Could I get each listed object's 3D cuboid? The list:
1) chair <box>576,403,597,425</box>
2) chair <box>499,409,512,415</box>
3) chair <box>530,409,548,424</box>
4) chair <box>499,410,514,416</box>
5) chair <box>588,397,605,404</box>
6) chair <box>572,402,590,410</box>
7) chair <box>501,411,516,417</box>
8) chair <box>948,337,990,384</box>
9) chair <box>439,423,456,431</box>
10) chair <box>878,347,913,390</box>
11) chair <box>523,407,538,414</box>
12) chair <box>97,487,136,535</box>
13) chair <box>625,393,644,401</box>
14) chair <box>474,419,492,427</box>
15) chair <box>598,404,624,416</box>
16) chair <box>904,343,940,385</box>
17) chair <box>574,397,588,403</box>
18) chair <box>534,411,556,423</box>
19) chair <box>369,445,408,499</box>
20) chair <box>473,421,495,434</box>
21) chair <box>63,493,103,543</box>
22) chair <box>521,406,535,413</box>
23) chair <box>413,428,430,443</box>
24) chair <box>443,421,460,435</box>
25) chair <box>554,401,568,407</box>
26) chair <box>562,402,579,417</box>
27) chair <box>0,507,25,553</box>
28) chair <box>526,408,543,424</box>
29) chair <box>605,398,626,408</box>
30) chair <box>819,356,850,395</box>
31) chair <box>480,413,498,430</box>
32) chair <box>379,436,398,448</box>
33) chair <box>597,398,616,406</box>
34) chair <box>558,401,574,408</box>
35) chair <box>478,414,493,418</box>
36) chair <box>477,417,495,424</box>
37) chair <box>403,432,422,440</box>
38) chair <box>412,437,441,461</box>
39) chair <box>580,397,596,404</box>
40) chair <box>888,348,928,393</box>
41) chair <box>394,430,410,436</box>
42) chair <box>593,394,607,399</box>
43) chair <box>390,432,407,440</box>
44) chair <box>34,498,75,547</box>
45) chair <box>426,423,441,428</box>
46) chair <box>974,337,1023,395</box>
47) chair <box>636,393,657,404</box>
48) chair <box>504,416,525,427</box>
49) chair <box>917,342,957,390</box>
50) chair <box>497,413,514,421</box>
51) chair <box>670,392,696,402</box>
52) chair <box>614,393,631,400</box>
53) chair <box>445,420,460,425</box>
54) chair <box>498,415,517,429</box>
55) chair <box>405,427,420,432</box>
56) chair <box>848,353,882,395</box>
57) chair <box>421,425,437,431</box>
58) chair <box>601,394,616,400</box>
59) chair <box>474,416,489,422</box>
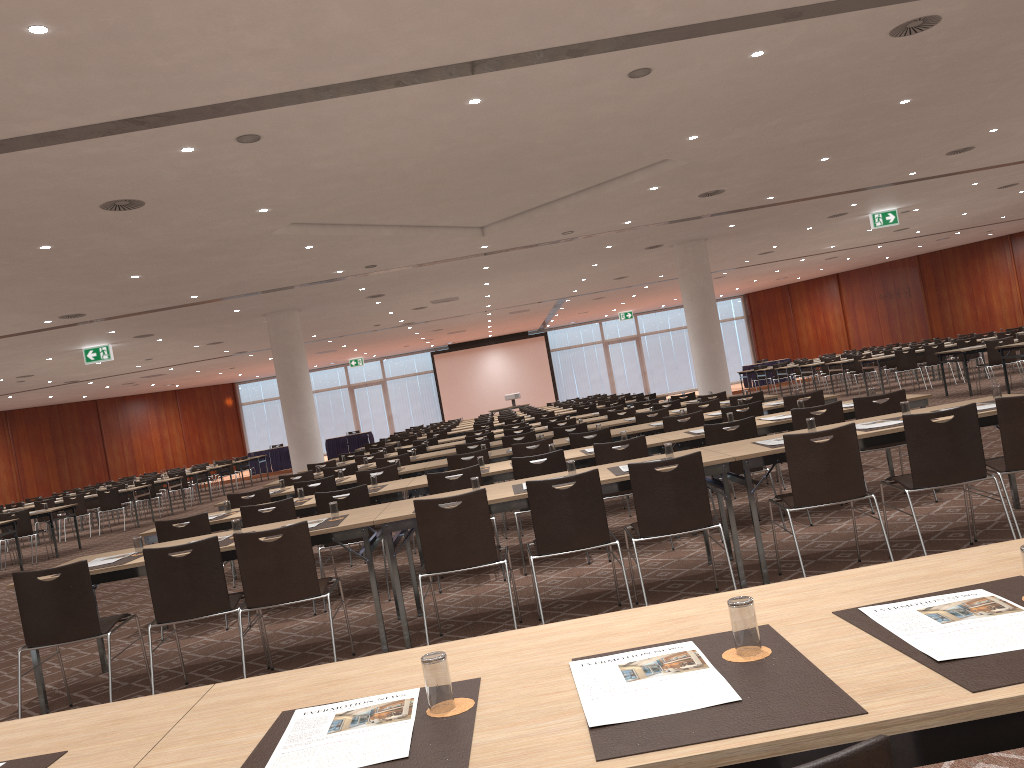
[{"bbox_3d":[1.632,0.908,18.887,0.535,0.939,0.614,-10,0,-3],"label":"chair"},{"bbox_3d":[-0.139,1.316,28.819,0.535,0.939,0.614,-10,0,-2],"label":"chair"},{"bbox_3d":[0.700,1.091,20.911,0.535,0.939,0.614,-10,0,-3],"label":"chair"},{"bbox_3d":[-0.085,1.287,26.854,0.535,0.939,0.613,-10,0,2],"label":"chair"},{"bbox_3d":[2.240,0.841,22.866,0.535,0.939,0.614,-10,0,1],"label":"chair"},{"bbox_3d":[1.684,0.919,20.854,0.535,0.939,0.614,-10,0,-3],"label":"chair"},{"bbox_3d":[-0.035,1.258,24.855,0.535,0.939,0.614,-10,0,-3],"label":"chair"},{"bbox_3d":[9.708,-0.502,18.970,0.535,0.939,0.614,-10,0,-2],"label":"chair"},{"bbox_3d":[-1.581,1.508,22.788,0.535,0.939,0.614,-10,0,-4],"label":"chair"},{"bbox_3d":[9.010,-0.360,20.956,0.535,0.939,0.614,-10,0,1],"label":"chair"},{"bbox_3d":[0.588,1.150,24.909,0.535,0.939,0.614,-10,0,-4],"label":"chair"},{"bbox_3d":[-8.377,2.655,18.684,0.535,0.939,0.614,-10,0,-3],"label":"chair"},{"bbox_3d":[2.940,0.699,20.879,0.535,0.939,0.614,-10,0,1],"label":"chair"},{"bbox_3d":[-0.601,1.317,20.808,0.535,0.939,0.614,-10,0,-1],"label":"chair"},{"bbox_3d":[1.767,0.850,15.355,0.535,0.939,0.614,-10,0,-2],"label":"chair"},{"bbox_3d":[9.668,-0.474,21.051,0.535,0.939,0.614,-10,0,-2],"label":"chair"},{"bbox_3d":[2.141,0.898,26.864,0.535,0.939,0.614,-10,0,-1],"label":"chair"},{"bbox_3d":[0.756,1.061,18.835,0.535,0.939,0.614,-10,0,0],"label":"chair"},{"bbox_3d":[-2.153,1.534,15.275,0.535,0.939,0.614,-10,0,-3],"label":"chair"},{"bbox_3d":[-0.530,1.286,18.843,0.535,0.939,0.614,-10,0,0],"label":"chair"},{"bbox_3d":[-9.044,2.770,18.589,0.535,0.939,0.614,-10,0,-2],"label":"chair"},{"bbox_3d":[0.555,1.175,26.832,0.535,0.939,0.614,-10,0,1],"label":"chair"},{"bbox_3d":[-2.234,1.622,22.810,0.535,0.939,0.613,-10,0,2],"label":"chair"},{"bbox_3d":[-1.620,1.535,24.823,0.535,0.939,0.614,-10,0,1],"label":"chair"},{"bbox_3d":[1.549,1.002,26.929,0.535,0.939,0.614,-10,0,1],"label":"chair"},{"bbox_3d":[1.584,0.957,22.929,0.535,0.939,0.614,-10,0,0],"label":"chair"},{"bbox_3d":[-10.708,3.061,18.556,0.535,0.939,0.614,-10,0,1],"label":"chair"},{"bbox_3d":[0.655,1.118,22.834,0.535,0.939,0.614,-10,0,-2],"label":"chair"},{"bbox_3d":[2.239,0.802,18.865,0.535,0.939,0.614,-10,0,-3],"label":"chair"},{"bbox_3d":[8.345,-0.223,23.083,0.535,0.939,0.614,-10,0,-2],"label":"chair"},{"bbox_3d":[-0.746,1.422,28.841,0.535,0.939,0.614,-10,0,0],"label":"chair"},{"bbox_3d":[-2.794,1.700,20.798,0.535,0.939,0.614,-10,0,-1],"label":"chair"},{"bbox_3d":[2.282,0.815,20.901,0.535,0.939,0.614,-10,0,-2],"label":"chair"},{"bbox_3d":[1.569,0.978,24.852,0.535,0.939,0.614,-10,0,-1],"label":"chair"},{"bbox_3d":[-0.724,1.399,26.883,0.535,0.939,0.614,-10,0,1],"label":"chair"},{"bbox_3d":[-0.599,1.337,22.843,0.535,0.939,0.614,-10,0,0],"label":"chair"},{"bbox_3d":[-2.236,1.603,20.774,0.535,0.939,0.614,-10,0,1],"label":"chair"},{"bbox_3d":[-1.415,1.406,15.367,0.535,0.939,0.614,-10,0,0],"label":"chair"},{"bbox_3d":[2.171,0.873,24.899,0.535,0.939,0.614,-10,0,-4],"label":"chair"},{"bbox_3d":[8.395,-0.273,18.943,0.535,0.939,0.614,-10,0,1],"label":"chair"},{"bbox_3d":[-2.989,1.773,24.760,0.535,0.939,0.614,-10,0,0],"label":"chair"},{"bbox_3d":[2.722,0.797,26.911,0.535,0.939,0.614,-10,0,-1],"label":"chair"},{"bbox_3d":[-2.844,1.729,22.839,0.535,0.939,0.614,-10,0,-4],"label":"chair"},{"bbox_3d":[-9.710,2.888,18.716,0.535,0.939,0.613,-10,0,1],"label":"chair"},{"bbox_3d":[-2.288,1.671,26.775,0.535,0.939,0.614,-10,0,-2],"label":"chair"},{"bbox_3d":[8.453,-0.317,15.451,0.535,0.939,0.614,-10,0,-1],"label":"chair"},{"bbox_3d":[2.917,0.685,18.955,0.535,0.939,0.614,-10,0,1],"label":"chair"},{"bbox_3d":[0.119,1.173,18.899,0.535,0.939,0.614,-10,0,-2],"label":"chair"},{"bbox_3d":[9.061,-0.388,19.038,0.535,0.939,0.614,-10,0,0],"label":"chair"},{"bbox_3d":[-0.081,1.247,22.895,0.535,0.939,0.614,-10,0,-1],"label":"chair"},{"bbox_3d":[2.999,0.635,15.380,0.535,0.939,0.614,-10,0,-4],"label":"chair"},{"bbox_3d":[2.897,0.727,22.914,0.535,0.939,0.614,-10,0,-2],"label":"chair"},{"bbox_3d":[-1.717,1.571,26.821,0.535,0.939,0.614,-10,0,1],"label":"chair"},{"bbox_3d":[-0.034,1.219,20.854,0.535,0.939,0.614,-10,0,-2],"label":"chair"},{"bbox_3d":[-2.927,1.783,26.839,0.535,0.939,0.614,-10,0,-4],"label":"chair"},{"bbox_3d":[8.340,-0.242,21.083,0.535,0.939,0.614,-10,0,0],"label":"chair"},{"bbox_3d":[-2.233,1.642,24.852,0.535,0.939,0.614,-10,0,-1],"label":"chair"},{"bbox_3d":[2.767,0.769,24.877,0.535,0.939,0.614,-10,0,0],"label":"chair"},{"bbox_3d":[-0.758,1.384,24.805,0.535,0.939,0.614,-10,0,0],"label":"chair"}]
